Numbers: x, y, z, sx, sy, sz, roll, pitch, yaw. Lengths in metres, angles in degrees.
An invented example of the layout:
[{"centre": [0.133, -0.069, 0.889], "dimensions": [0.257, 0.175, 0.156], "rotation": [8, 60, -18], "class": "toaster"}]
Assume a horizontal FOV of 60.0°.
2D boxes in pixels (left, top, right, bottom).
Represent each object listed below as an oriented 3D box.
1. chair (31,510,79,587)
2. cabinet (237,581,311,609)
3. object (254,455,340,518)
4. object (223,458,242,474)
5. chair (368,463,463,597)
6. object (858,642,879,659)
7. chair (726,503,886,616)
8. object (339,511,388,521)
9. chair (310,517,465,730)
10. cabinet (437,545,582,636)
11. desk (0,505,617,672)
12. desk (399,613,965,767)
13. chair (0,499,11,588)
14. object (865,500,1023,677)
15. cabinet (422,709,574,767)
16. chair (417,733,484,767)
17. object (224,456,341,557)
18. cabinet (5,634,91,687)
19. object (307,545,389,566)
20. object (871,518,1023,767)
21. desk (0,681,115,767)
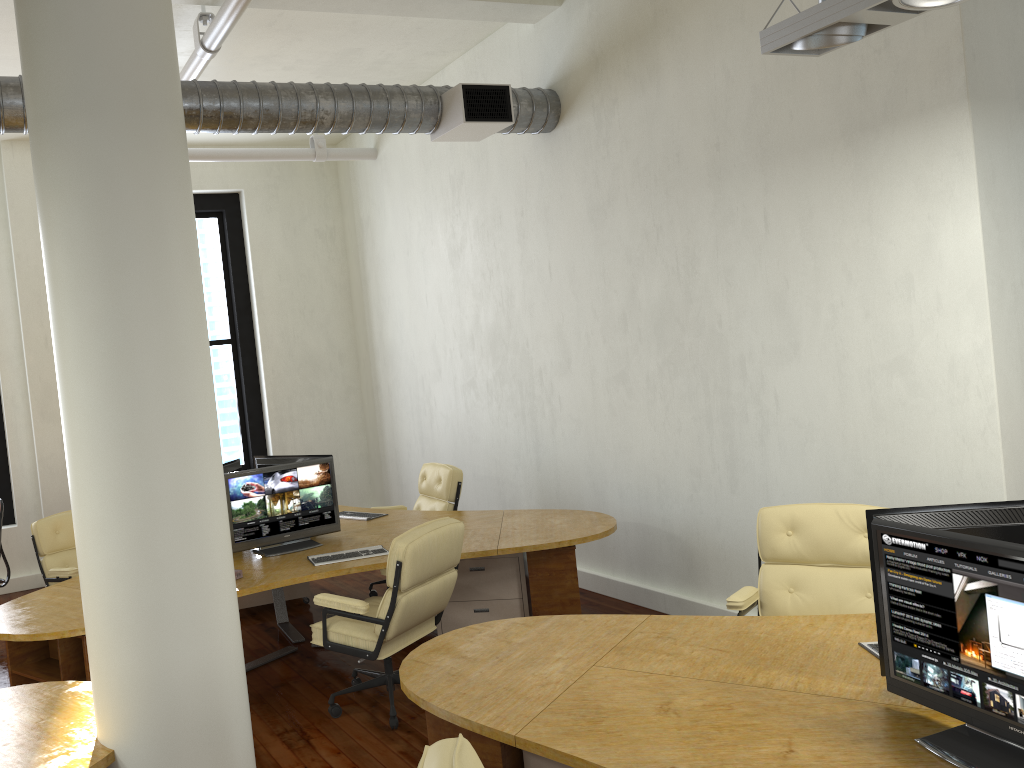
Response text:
[{"centre": [-3.058, 1.448, 6.551], "dimensions": [0.857, 1.020, 0.648], "rotation": [-5, 2, 37], "class": "chair"}, {"centre": [-2.158, 1.470, 7.480], "dimensions": [0.830, 0.708, 0.948], "rotation": [-7, 2, -23], "class": "cabinet"}, {"centre": [-1.551, 0.785, 6.376], "dimensions": [0.888, 0.552, 0.263], "rotation": [-4, 2, 38], "class": "object"}, {"centre": [-2.041, 0.846, 6.185], "dimensions": [0.304, 0.552, 0.773], "rotation": [-6, 2, 8], "class": "object"}, {"centre": [-0.807, 1.181, 7.135], "dimensions": [0.731, 1.020, 0.764], "rotation": [-7, 2, -23], "class": "chair"}, {"centre": [1.450, 0.876, 2.941], "dimensions": [0.486, 0.016, 0.224], "rotation": [-6, 2, 6], "class": "object"}, {"centre": [1.376, 1.082, 3.889], "dimensions": [0.784, 1.020, 0.709], "rotation": [-5, 2, 32], "class": "chair"}, {"centre": [-1.191, 1.000, 6.769], "dimensions": [0.523, 0.016, 0.207], "rotation": [-4, 3, 42], "class": "object"}, {"centre": [-0.675, 1.262, 4.874], "dimensions": [0.854, 1.020, 0.651], "rotation": [-5, 2, 32], "class": "chair"}, {"centre": [-0.029, 1.313, 5.765], "dimensions": [0.921, 0.708, 0.857], "rotation": [-6, 2, 7], "class": "cabinet"}, {"centre": [-1.672, 1.441, 6.476], "dimensions": [3.652, 0.734, 3.727], "rotation": [-7, 3, -22], "class": "desk"}, {"centre": [1.256, 1.292, 2.520], "dimensions": [3.838, 0.734, 3.530], "rotation": [-5, 3, 33], "class": "desk"}, {"centre": [-5.754, 1.782, 3.907], "dimensions": [1.031, 1.157, 7.236], "rotation": [-5, 3, 28], "class": "chair"}, {"centre": [1.505, 0.614, 2.608], "dimensions": [0.840, 0.552, 0.279], "rotation": [-6, 1, 11], "class": "object"}, {"centre": [0.319, 1.384, 3.178], "dimensions": [0.973, 0.708, 0.804], "rotation": [-5, 2, 32], "class": "cabinet"}, {"centre": [0.231, 1.293, 1.799], "dimensions": [0.795, 1.020, 0.706], "rotation": [-6, 2, 2], "class": "chair"}, {"centre": [-1.491, 0.803, 5.789], "dimensions": [0.741, 0.552, 0.316], "rotation": [-7, 2, -31], "class": "object"}, {"centre": [-2.257, 1.582, 5.070], "dimensions": [0.973, 0.708, 0.804], "rotation": [-5, 2, 37], "class": "cabinet"}, {"centre": [-0.989, 1.037, 5.371], "dimensions": [0.454, 0.016, 0.240], "rotation": [-7, 2, -15], "class": "object"}, {"centre": [1.229, 0.662, 2.177], "dimensions": [0.275, 0.552, 0.853], "rotation": [-7, 2, -22], "class": "object"}, {"centre": [-3.123, 1.781, 2.089], "dimensions": [3.665, 0.734, 3.722], "rotation": [-6, 2, 10], "class": "desk"}]
